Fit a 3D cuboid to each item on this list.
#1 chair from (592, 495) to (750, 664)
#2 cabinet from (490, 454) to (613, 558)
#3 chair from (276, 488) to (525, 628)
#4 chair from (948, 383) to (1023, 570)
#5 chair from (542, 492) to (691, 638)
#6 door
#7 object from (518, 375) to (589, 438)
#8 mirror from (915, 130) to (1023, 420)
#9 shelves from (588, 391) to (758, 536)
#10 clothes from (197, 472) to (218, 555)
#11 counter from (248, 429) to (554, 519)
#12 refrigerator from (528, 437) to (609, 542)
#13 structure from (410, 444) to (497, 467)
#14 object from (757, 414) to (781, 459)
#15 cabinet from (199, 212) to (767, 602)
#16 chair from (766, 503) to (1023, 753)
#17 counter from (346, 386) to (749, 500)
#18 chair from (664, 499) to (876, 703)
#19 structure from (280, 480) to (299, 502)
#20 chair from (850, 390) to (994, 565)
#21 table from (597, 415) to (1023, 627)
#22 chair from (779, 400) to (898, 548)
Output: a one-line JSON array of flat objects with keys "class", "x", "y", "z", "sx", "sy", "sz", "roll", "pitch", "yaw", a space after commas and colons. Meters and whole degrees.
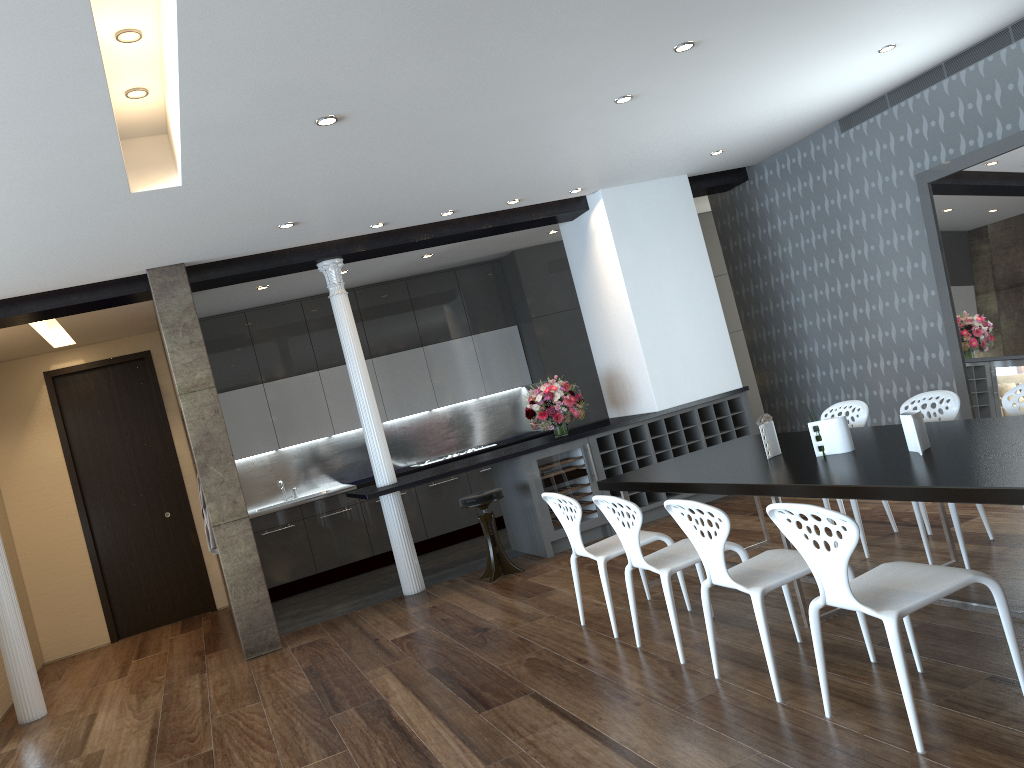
[{"class": "chair", "x": 0.795, "y": 0.883, "z": 4.421, "sx": 0.581, "sy": 0.835, "sz": 0.495, "roll": -14, "pitch": -1, "yaw": -21}, {"class": "cabinet", "x": 0.329, "y": 1.006, "z": 8.036, "sx": 0.642, "sy": 0.897, "sz": 0.900, "roll": -14, "pitch": -1, "yaw": -21}, {"class": "chair", "x": 0.272, "y": 1.216, "z": 3.924, "sx": 16.134, "sy": 0.952, "sz": 21.556, "roll": -14, "pitch": -1, "yaw": -21}, {"class": "chair", "x": 2.502, "y": 0.439, "z": 4.306, "sx": 0.581, "sy": 0.835, "sz": 0.495, "roll": -14, "pitch": -1, "yaw": -21}, {"class": "chair", "x": 0.561, "y": 0.950, "z": 5.079, "sx": 0.581, "sy": 0.835, "sz": 0.495, "roll": -14, "pitch": -1, "yaw": -21}, {"class": "door", "x": -3.936, "y": 1.136, "z": 9.187, "sx": 1.037, "sy": 2.814, "sz": 0.246, "roll": -14, "pitch": -1, "yaw": -21}, {"class": "object", "x": 0.382, "y": 0.205, "z": 8.032, "sx": 0.544, "sy": 0.552, "sz": 0.570, "roll": -14, "pitch": -1, "yaw": -15}, {"class": "mirror", "x": 3.588, "y": -0.574, "z": 6.375, "sx": 0.240, "sy": 2.294, "sz": 1.200, "roll": -14, "pitch": -1, "yaw": -21}, {"class": "shelves", "x": 1.390, "y": 0.735, "z": 8.449, "sx": 1.700, "sy": 0.897, "sz": 0.900, "roll": -14, "pitch": -1, "yaw": -21}, {"class": "clothes", "x": -2.535, "y": 1.060, "z": 7.450, "sx": 0.173, "sy": 0.735, "sz": 0.700, "roll": -14, "pitch": -1, "yaw": -22}, {"class": "counter", "x": -1.193, "y": 1.059, "z": 9.774, "sx": 3.597, "sy": 0.223, "sz": 0.807, "roll": -14, "pitch": -1, "yaw": -21}, {"class": "refrigerator", "x": 0.487, "y": 0.900, "z": 7.642, "sx": 0.578, "sy": 0.774, "sz": 0.075, "roll": -14, "pitch": -1, "yaw": -17}, {"class": "structure", "x": -0.659, "y": 0.809, "z": 9.949, "sx": 0.900, "sy": 0.066, "sz": 0.520, "roll": -14, "pitch": -1, "yaw": -21}, {"class": "object", "x": 1.394, "y": 0.286, "z": 4.873, "sx": 0.161, "sy": 0.233, "sz": 0.076, "roll": -14, "pitch": -1, "yaw": -39}, {"class": "cabinet", "x": 0.362, "y": -0.062, "z": 10.445, "sx": 7.409, "sy": 2.980, "sz": 0.827, "roll": -14, "pitch": -1, "yaw": -21}, {"class": "chair", "x": 1.292, "y": 0.741, "z": 3.084, "sx": 0.581, "sy": 0.835, "sz": 0.495, "roll": -14, "pitch": -1, "yaw": -21}, {"class": "counter", "x": 0.366, "y": 0.513, "z": 8.100, "sx": 3.700, "sy": 0.040, "sz": 1.000, "roll": -14, "pitch": -1, "yaw": -21}, {"class": "chair", "x": 1.038, "y": 0.813, "z": 3.729, "sx": 0.581, "sy": 0.835, "sz": 0.495, "roll": -14, "pitch": -1, "yaw": -21}, {"class": "structure", "x": -2.398, "y": 1.143, "z": 9.558, "sx": 0.183, "sy": 0.249, "sz": 0.224, "roll": -14, "pitch": -1, "yaw": -20}, {"class": "chair", "x": 2.264, "y": 0.507, "z": 4.963, "sx": 0.581, "sy": 0.835, "sz": 0.495, "roll": -14, "pitch": -1, "yaw": -21}, {"class": "table", "x": 1.761, "y": 0.685, "z": 4.374, "sx": 1.200, "sy": 0.733, "sz": 3.400, "roll": -14, "pitch": -1, "yaw": -21}, {"class": "chair", "x": 2.025, "y": 0.576, "z": 5.620, "sx": 0.581, "sy": 0.835, "sz": 0.495, "roll": -14, "pitch": -1, "yaw": -21}]
